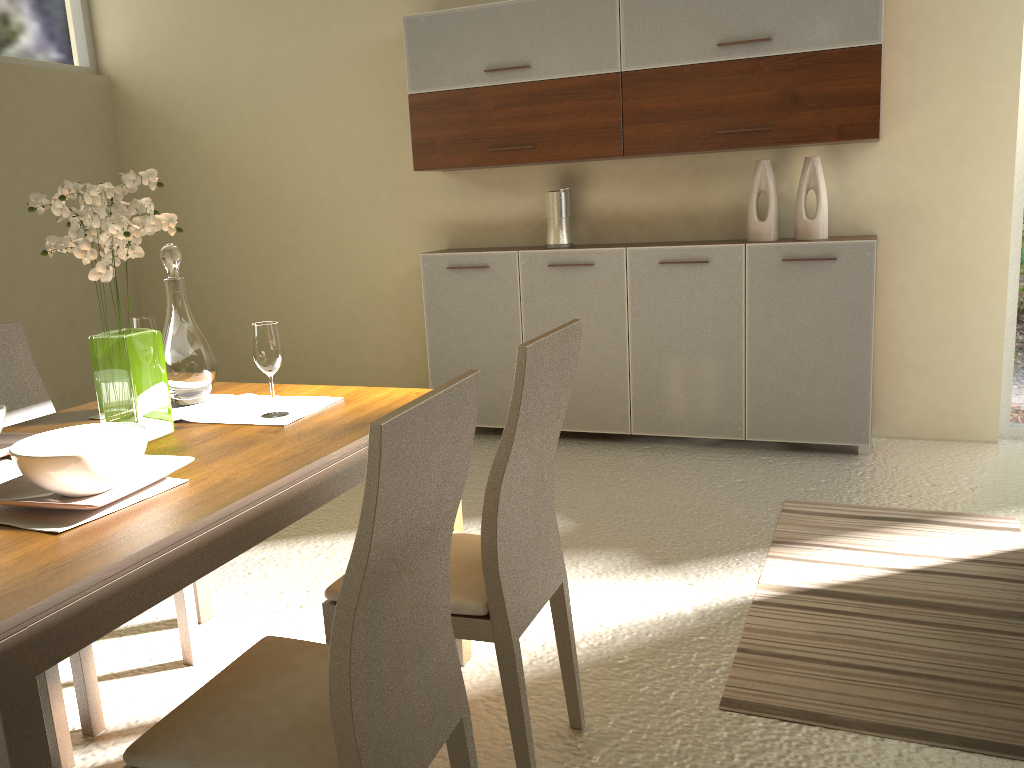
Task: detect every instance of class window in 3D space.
[{"bbox_3d":[-0.658,-0.793,2.948,6.429,3.000,4.466,1,13,20],"label":"window"}]

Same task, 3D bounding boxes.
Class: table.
[{"bbox_3d":[-0.855,0.537,2.036,1.000,0.790,1.411,2,13,22],"label":"table"}]

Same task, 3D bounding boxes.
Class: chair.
[{"bbox_3d":[-0.322,0.506,1.492,0.507,1.017,0.404,1,13,19],"label":"chair"},{"bbox_3d":[-1.254,0.356,2.444,0.507,1.017,0.404,2,13,23],"label":"chair"},{"bbox_3d":[-0.115,0.381,2.031,0.507,1.017,0.404,2,13,22],"label":"chair"},{"bbox_3d":[-1.392,0.469,1.947,0.507,1.017,0.404,1,13,19],"label":"chair"}]

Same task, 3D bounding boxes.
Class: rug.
[{"bbox_3d":[1.217,0.662,2.802,0.842,0.007,1.613,2,13,23],"label":"rug"}]

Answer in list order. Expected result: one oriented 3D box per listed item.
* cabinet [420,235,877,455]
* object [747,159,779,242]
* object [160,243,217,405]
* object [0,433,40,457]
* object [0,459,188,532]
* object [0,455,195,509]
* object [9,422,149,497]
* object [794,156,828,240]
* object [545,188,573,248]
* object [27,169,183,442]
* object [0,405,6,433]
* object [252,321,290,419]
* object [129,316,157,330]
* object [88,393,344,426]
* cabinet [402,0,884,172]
[{"bbox_3d":[0.653,-0.218,4.668,2.318,1.018,0.372,2,13,22],"label":"cabinet"},{"bbox_3d":[1.220,-0.890,4.305,0.153,0.384,0.153,-11,14,-33],"label":"object"},{"bbox_3d":[-0.885,-0.160,2.366,0.156,0.426,0.156,-9,13,-26],"label":"object"},{"bbox_3d":[-1.208,0.156,1.915,0.283,0.041,0.283,2,13,21],"label":"object"},{"bbox_3d":[-0.950,0.201,1.707,0.589,0.010,0.287,2,13,25],"label":"object"},{"bbox_3d":[-0.789,0.188,1.651,0.283,0.033,0.283,0,12,16],"label":"object"},{"bbox_3d":[-0.791,0.148,1.643,0.233,0.101,0.233,-1,12,11],"label":"object"},{"bbox_3d":[1.426,-0.884,4.222,0.153,0.384,0.153,-11,14,-33],"label":"object"},{"bbox_3d":[0.257,-0.878,4.691,0.181,0.305,0.150,3,14,28],"label":"object"},{"bbox_3d":[-0.876,-0.170,2.004,0.304,0.608,0.302,2,13,25],"label":"object"},{"bbox_3d":[-1.213,0.117,1.908,0.232,0.107,0.233,5,14,33],"label":"object"},{"bbox_3d":[-0.596,-0.035,2.186,0.075,0.232,0.075,-7,13,-18],"label":"object"},{"bbox_3d":[-0.996,-0.066,2.423,0.075,0.232,0.075,-7,13,-18],"label":"object"},{"bbox_3d":[-0.774,0.060,2.330,0.589,0.010,0.287,1,13,19],"label":"object"},{"bbox_3d":[0.580,-1.529,4.392,2.318,0.789,0.372,2,13,22],"label":"cabinet"}]
